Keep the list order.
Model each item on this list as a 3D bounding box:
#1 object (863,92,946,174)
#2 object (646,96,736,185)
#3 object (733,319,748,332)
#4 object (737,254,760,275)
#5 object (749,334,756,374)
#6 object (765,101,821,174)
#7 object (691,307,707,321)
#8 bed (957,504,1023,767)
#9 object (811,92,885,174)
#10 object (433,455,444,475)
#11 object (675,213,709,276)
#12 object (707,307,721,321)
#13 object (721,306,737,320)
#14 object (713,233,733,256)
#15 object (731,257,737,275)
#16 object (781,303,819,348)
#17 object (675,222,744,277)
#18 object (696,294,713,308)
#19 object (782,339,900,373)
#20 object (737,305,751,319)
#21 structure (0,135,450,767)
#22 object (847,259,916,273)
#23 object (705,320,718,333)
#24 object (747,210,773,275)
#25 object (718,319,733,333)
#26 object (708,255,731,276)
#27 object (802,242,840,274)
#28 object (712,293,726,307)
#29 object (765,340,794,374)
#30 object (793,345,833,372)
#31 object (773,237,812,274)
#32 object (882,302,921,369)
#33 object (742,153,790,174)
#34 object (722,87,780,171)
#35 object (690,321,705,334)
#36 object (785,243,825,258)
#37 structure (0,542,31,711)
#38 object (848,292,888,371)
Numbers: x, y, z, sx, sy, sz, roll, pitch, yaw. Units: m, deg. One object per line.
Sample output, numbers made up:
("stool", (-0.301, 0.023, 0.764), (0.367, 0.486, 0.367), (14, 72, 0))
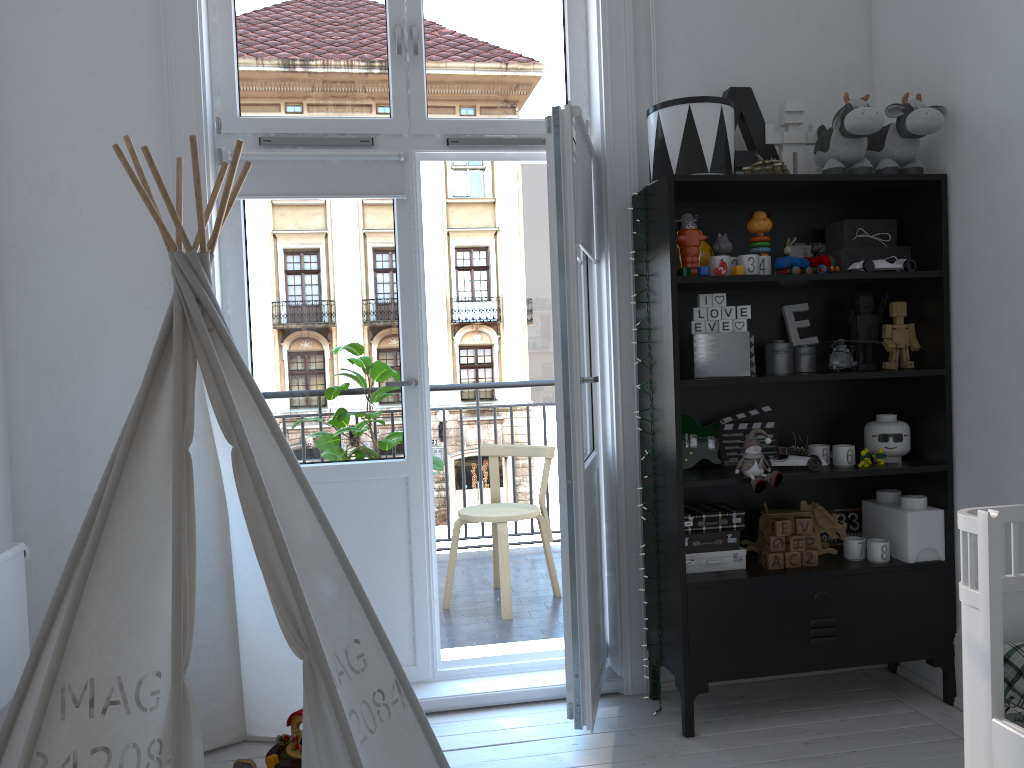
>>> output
("object", (1.196, -0.772, 2.836), (0.211, 0.253, 0.386), (-3, 2, -26))
("object", (0.583, -0.755, 2.848), (0.272, 0.259, 0.394), (-2, 2, 19))
("object", (0.698, -0.178, 2.710), (0.040, 0.040, 0.040), (-2, 2, 20))
("object", (0.729, -0.362, 2.733), (0.067, 0.067, 0.067), (-3, 2, -9))
("object", (0.777, -0.098, 2.971), (0.070, 0.135, 0.028), (-3, 2, -10))
("object", (0.934, -0.787, 2.953), (0.190, 0.291, 0.065), (-2, 2, -5))
("object", (0.573, -0.213, 2.719), (0.040, 0.040, 0.040), (-2, 2, 0))
("bed", (1.336, 0.655, 1.183), (0.670, 0.833, 1.403), (-3, 2, -10))
("object", (1.047, -0.765, 2.806), (0.154, 0.253, 0.370), (-2, 2, -2))
("object", (-0.651, 0.424, 4.033), (0.720, 1.225, 0.489), (-2, 2, 0))
("object", (0.551, -0.423, 2.716), (0.105, 0.203, 0.072), (-2, 2, -2))
("object", (0.618, -0.215, 2.715), (0.040, 0.040, 0.040), (-2, 2, 10))
("object", (0.664, -0.217, 2.711), (0.040, 0.040, 0.040), (-2, 2, 20))
("object", (0.687, -0.411, 2.889), (0.063, 0.160, 0.063), (-3, 2, -31))
("object", (0.685, -0.362, 2.785), (0.067, 0.067, 0.067), (-4, 2, -36))
("object", (0.978, -0.199, 3.012), (0.107, 0.151, 0.055), (-3, 2, -10))
("object", (0.572, -0.422, 2.791), (0.197, 0.197, 0.318), (-3, 2, -13))
("object", (0.589, -0.254, 2.716), (0.040, 0.040, 0.040), (-2, 2, -5))
("object", (1.059, -0.092, 2.868), (0.368, 0.106, 0.349), (-2, 2, -8))
("object", (0.708, -0.218, 2.707), (0.040, 0.040, 0.040), (-2, 2, 15))
("structure", (-0.749, 0.257, 2.150), (1.143, 1.750, 1.143), (-4, 2, -34))
("object", (1.166, -0.371, 2.801), (0.230, 0.048, 0.098), (-3, 2, -20))
("object", (0.608, -0.175, 2.726), (0.040, 0.040, 0.040), (-2, 2, -5))
("object", (0.778, -0.438, 2.779), (0.077, 0.213, 0.077), (-1, 2, 24))
("object", (0.652, -0.176, 2.714), (0.040, 0.040, 0.040), (-2, 2, 5))
("object", (0.640, -0.359, 2.733), (0.067, 0.067, 0.067), (-3, 2, -9))
("object", (0.988, -0.404, 2.859), (0.087, 0.112, 0.122), (-4, 2, -39))
("object", (0.630, -0.256, 2.713), (0.040, 0.040, 0.040), (-2, 2, 0))
("object", (0.890, -0.090, 2.956), (0.095, 0.110, 0.095), (-2, 2, -5))
("object", (1.002, -0.085, 2.891), (0.078, 0.091, 0.246), (-3, 2, -15))
("object", (0.887, -0.399, 2.799), (0.121, 0.126, 0.087), (-3, 2, -33))
("object", (1.266, -0.158, 2.891), (0.114, 0.221, 0.052), (-3, 2, -10))
("object", (0.795, -0.682, 2.777), (0.121, 0.100, 0.338), (-1, 2, 25))
("object", (0.757, -0.807, 2.952), (0.343, 0.344, 0.057), (-3, 2, -10))
("object", (0.569, -0.173, 2.721), (0.040, 0.040, 0.040), (-2, 2, 5))
("object", (1.106, -0.420, 3.038), (0.347, 0.132, 0.037), (-3, 2, -10))
("structure", (-1.371, 0.680, 2.374), (0.075, 0.460, 0.635), (-3, 2, -13))
("object", (1.180, -0.175, 2.938), (0.117, 0.259, 0.081), (-3, 2, -10))
